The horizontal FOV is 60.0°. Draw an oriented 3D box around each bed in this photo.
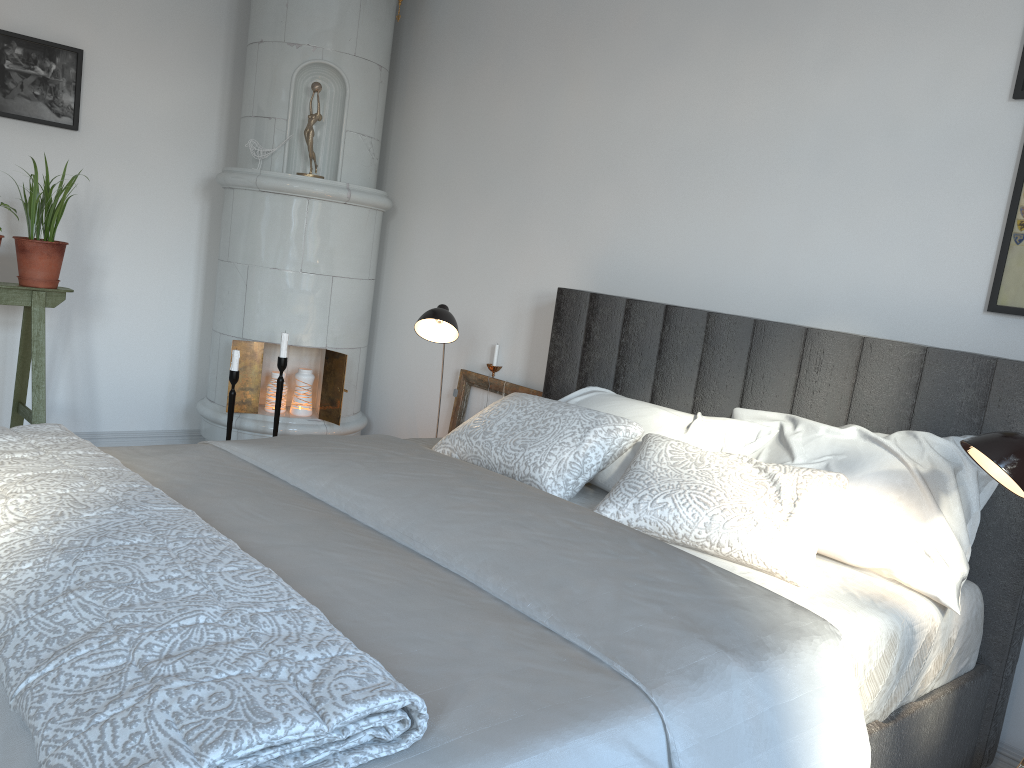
[{"bbox_3d":[-0.081,0.311,2.021,2.176,1.049,1.883,1,11,-42],"label":"bed"}]

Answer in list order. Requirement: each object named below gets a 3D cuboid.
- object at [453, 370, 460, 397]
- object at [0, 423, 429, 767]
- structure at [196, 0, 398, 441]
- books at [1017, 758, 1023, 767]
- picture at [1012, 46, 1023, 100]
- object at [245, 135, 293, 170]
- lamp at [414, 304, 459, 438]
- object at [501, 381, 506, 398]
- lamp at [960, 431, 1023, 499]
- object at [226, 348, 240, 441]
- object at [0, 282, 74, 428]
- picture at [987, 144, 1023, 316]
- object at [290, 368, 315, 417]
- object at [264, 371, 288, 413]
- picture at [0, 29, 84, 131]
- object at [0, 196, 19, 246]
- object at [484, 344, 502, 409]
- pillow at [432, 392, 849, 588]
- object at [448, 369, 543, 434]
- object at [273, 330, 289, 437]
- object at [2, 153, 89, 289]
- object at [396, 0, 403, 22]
[{"bbox_3d":[-0.233,-0.006,3.838,0.024,0.127,0.023,13,10,30],"label":"object"},{"bbox_3d":[-0.706,0.262,1.454,0.405,0.104,1.456,1,11,-42],"label":"object"},{"bbox_3d":[-0.942,-0.884,3.816,0.800,2.843,1.244,8,9,2],"label":"structure"},{"bbox_3d":[1.157,0.929,1.826,0.244,0.233,0.346,15,10,38],"label":"books"},{"bbox_3d":[1.397,-0.795,2.081,0.020,0.232,0.365,0,11,-42],"label":"picture"},{"bbox_3d":[-1.022,-0.974,3.715,0.196,0.165,0.059,8,9,2],"label":"object"},{"bbox_3d":[-0.338,0.137,3.463,0.450,0.938,0.823,4,9,-25],"label":"lamp"},{"bbox_3d":[-0.036,0.099,3.619,0.063,0.229,0.062,5,9,-19],"label":"object"},{"bbox_3d":[1.235,0.594,1.735,0.799,0.939,0.450,13,10,29],"label":"lamp"},{"bbox_3d":[-1.152,0.159,3.621,0.091,0.624,0.091,12,10,25],"label":"object"},{"bbox_3d":[-2.017,0.006,3.287,0.671,0.776,0.430,0,11,-42],"label":"object"},{"bbox_3d":[1.310,-0.418,2.177,0.020,0.506,0.165,0,12,-42],"label":"picture"},{"bbox_3d":[-0.930,0.037,3.949,0.098,0.210,0.098,0,12,-44],"label":"object"},{"bbox_3d":[-1.046,0.037,3.942,0.093,0.180,0.092,1,11,-38],"label":"object"},{"bbox_3d":[-1.970,-1.235,3.588,0.415,0.330,0.037,1,11,-42],"label":"picture"},{"bbox_3d":[-1.919,-0.551,3.184,0.258,0.371,0.234,3,10,-30],"label":"object"},{"bbox_3d":[-0.081,-0.013,3.693,0.067,0.321,0.067,9,9,6],"label":"object"},{"bbox_3d":[0.273,0.213,2.269,1.144,0.226,0.415,14,10,39],"label":"pillow"},{"bbox_3d":[-0.102,0.294,3.679,0.082,0.632,0.526,0,12,-42],"label":"object"},{"bbox_3d":[-0.959,0.137,3.617,0.091,0.720,0.091,2,10,-33],"label":"object"},{"bbox_3d":[-1.752,-0.610,3.310,0.333,0.500,0.300,13,10,30],"label":"object"},{"bbox_3d":[-0.443,-1.761,3.668,0.117,0.507,0.105,11,9,20],"label":"object"}]
